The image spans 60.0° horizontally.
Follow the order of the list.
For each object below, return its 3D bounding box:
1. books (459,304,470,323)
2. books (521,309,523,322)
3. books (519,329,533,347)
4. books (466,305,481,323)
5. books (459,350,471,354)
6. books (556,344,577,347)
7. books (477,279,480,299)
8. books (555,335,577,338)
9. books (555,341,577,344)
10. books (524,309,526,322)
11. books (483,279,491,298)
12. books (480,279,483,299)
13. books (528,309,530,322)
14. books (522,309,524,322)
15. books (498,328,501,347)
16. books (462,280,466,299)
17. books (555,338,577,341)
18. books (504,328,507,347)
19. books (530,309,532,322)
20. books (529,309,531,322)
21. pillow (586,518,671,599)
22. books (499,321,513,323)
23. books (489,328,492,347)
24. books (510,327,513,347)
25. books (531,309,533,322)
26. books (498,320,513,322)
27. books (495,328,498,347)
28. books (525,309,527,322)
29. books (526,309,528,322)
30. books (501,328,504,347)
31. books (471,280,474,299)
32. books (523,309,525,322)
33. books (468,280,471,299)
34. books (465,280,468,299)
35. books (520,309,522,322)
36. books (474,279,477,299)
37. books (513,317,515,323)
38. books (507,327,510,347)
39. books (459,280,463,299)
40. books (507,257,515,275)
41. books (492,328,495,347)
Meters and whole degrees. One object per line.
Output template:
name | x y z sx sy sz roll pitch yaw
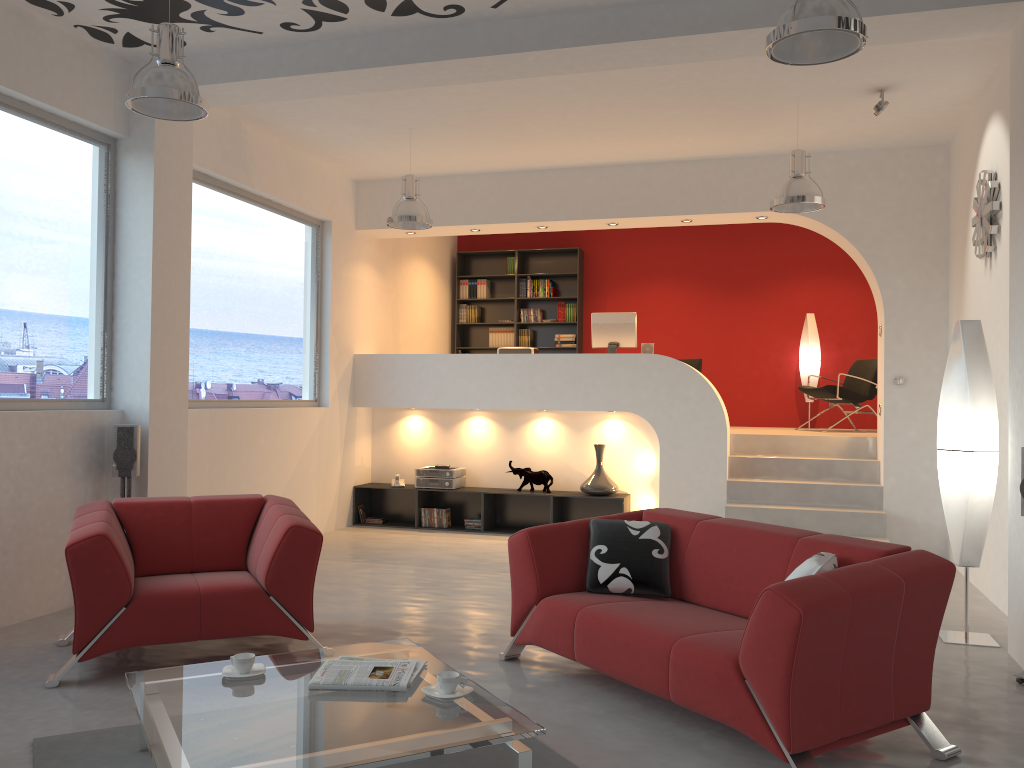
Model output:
books | -0.622 -0.916 11.739 0.090 0.256 0.181 0 -1 17
books | 0.147 -0.877 11.518 0.031 0.190 0.135 0 -1 17
books | 0.182 -0.586 11.492 0.146 0.240 0.170 0 -1 17
books | -0.507 -0.907 11.704 0.146 0.240 0.170 0 -1 17
books | -0.518 -0.298 11.671 0.341 0.286 0.231 0 -1 17
books | 0.717 -0.482 11.307 0.260 0.040 0.200 0 -1 18
books | -0.410 -1.233 11.669 0.040 0.260 0.200 0 -1 17
books | 0.702 -0.602 11.300 0.260 0.040 0.200 0 -1 17
books | 0.699 -0.522 11.309 0.260 0.040 0.200 0 -1 17
books | 0.190 -0.876 11.505 0.031 0.190 0.135 0 -1 17
books | -0.332 -1.232 11.646 0.040 0.260 0.200 0 -1 17
books | -0.371 -1.233 11.658 0.040 0.260 0.200 0 -1 17
books | 0.233 -0.876 11.492 0.031 0.190 0.135 0 -1 17
books | 0.161 -0.877 11.513 0.031 0.190 0.135 0 -1 17
books | -0.137 -0.598 11.575 0.040 0.260 0.200 0 -1 17
books | -0.604 -1.235 11.727 0.040 0.260 0.200 0 -1 17
books | 0.695 -0.562 11.310 0.260 0.040 0.200 0 -1 16
books | -0.059 -0.598 11.552 0.040 0.260 0.200 0 -1 17
books | 0.262 -0.876 11.483 0.031 0.190 0.135 0 -1 17
books | 0.247 -0.876 11.488 0.031 0.190 0.135 0 -1 17
pillow | 0.570 0.842 4.307 0.402 0.343 0.288 1 -1 9
books | -0.061 -0.806 11.578 0.190 0.015 0.135 0 -1 17
books | -0.253 -0.599 11.610 0.040 0.260 0.200 0 -1 17
books | 0.019 -0.597 11.529 0.040 0.260 0.200 0 -1 17
books | 0.276 -0.876 11.479 0.031 0.190 0.135 0 -1 17
books | -0.078 -0.821 11.583 0.190 0.015 0.135 0 -1 17
books | -0.175 -0.599 11.587 0.040 0.260 0.200 0 -1 17
books | 0.204 -0.876 11.500 0.031 0.190 0.135 0 -1 17
books | 0.219 -0.876 11.496 0.031 0.190 0.135 0 -1 17
books | -0.098 -0.598 11.564 0.040 0.260 0.200 0 -1 17
books | -0.488 -1.234 11.692 0.040 0.260 0.200 0 -1 17
books | 0.176 -0.877 11.509 0.031 0.190 0.135 0 -1 17
books | -0.527 -1.234 11.704 0.040 0.260 0.200 0 -1 17
books | -0.565 -1.234 11.715 0.040 0.260 0.200 0 -1 17
books | 0.132 -0.877 11.522 0.031 0.190 0.135 0 -1 17
books | -0.449 -1.233 11.681 0.040 0.260 0.200 0 -1 17
books | 0.060 -0.876 11.543 0.063 0.187 0.135 0 -1 17
books | -0.019 -0.598 11.541 0.040 0.260 0.200 0 -1 17
books | -0.643 -1.235 11.739 0.040 0.260 0.200 0 -1 17
books | 0.024 -1.520 11.558 0.146 0.240 0.170 0 -1 17
books | -0.214 -0.599 11.598 0.040 0.260 0.200 0 -1 17
